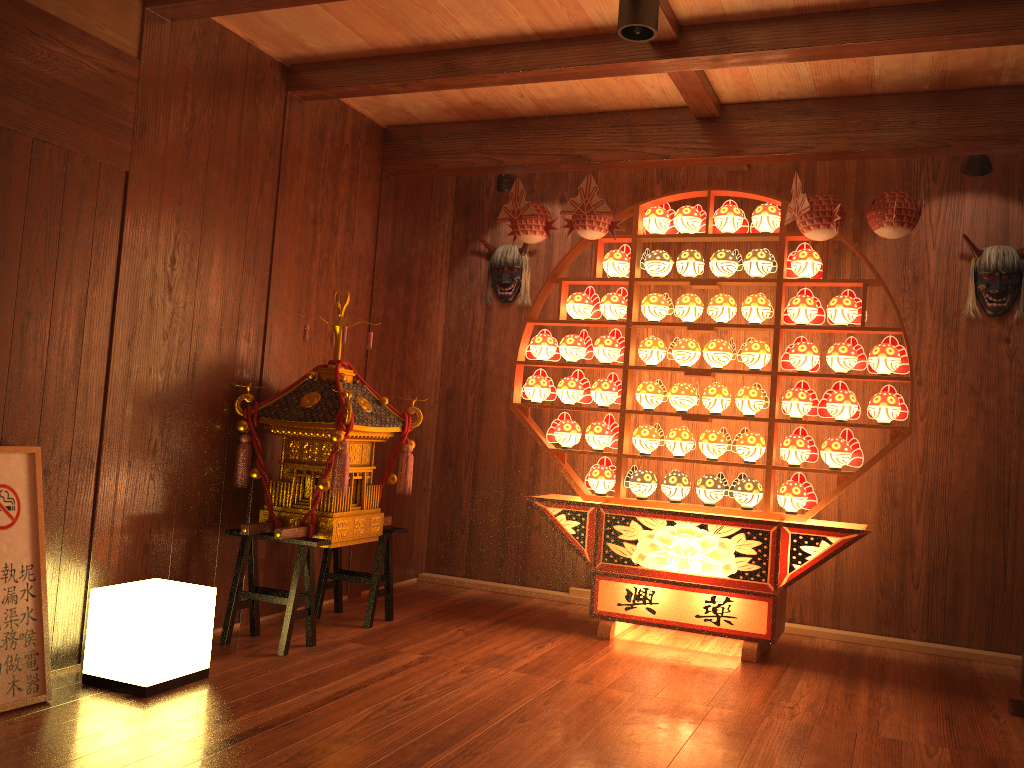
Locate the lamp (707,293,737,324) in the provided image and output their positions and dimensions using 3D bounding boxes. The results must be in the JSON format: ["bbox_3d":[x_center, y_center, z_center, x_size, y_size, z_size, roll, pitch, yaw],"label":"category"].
[{"bbox_3d":[1.026,-0.371,4.306,0.139,0.167,0.157,4,-3,3],"label":"lamp"}]

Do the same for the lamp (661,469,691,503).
[{"bbox_3d":[0.803,0.501,4.319,0.139,0.161,0.157,4,-3,3],"label":"lamp"}]

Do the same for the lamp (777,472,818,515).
[{"bbox_3d":[1.307,0.509,4.129,0.188,0.197,0.162,2,-4,38],"label":"lamp"}]

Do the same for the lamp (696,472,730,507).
[{"bbox_3d":[0.951,0.506,4.265,0.162,0.167,0.134,6,-4,-37],"label":"lamp"}]

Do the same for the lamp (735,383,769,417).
[{"bbox_3d":[1.134,0.073,4.227,0.135,0.173,0.162,2,-4,38],"label":"lamp"}]

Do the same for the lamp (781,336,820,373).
[{"bbox_3d":[1.375,-0.142,4.153,0.189,0.187,0.157,4,-3,2],"label":"lamp"}]

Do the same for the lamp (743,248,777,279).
[{"bbox_3d":[1.183,-0.586,4.262,0.135,0.173,0.162,2,-4,38],"label":"lamp"}]

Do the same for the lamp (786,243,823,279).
[{"bbox_3d":[1.394,-0.588,4.182,0.199,0.200,0.158,4,-3,7],"label":"lamp"}]

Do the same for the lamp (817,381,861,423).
[{"bbox_3d":[1.525,0.079,4.077,0.199,0.200,0.158,4,-3,7],"label":"lamp"}]

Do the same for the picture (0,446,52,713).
[{"bbox_3d":[-1.603,0.584,2.655,0.208,0.788,0.412,3,-3,28],"label":"picture"}]

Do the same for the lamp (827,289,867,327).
[{"bbox_3d":[1.533,-0.358,4.110,0.183,0.195,0.162,2,-4,38],"label":"lamp"}]

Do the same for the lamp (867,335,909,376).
[{"bbox_3d":[1.697,-0.132,4.028,0.193,0.200,0.162,2,-4,37],"label":"lamp"}]

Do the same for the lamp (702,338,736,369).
[{"bbox_3d":[0.995,-0.151,4.311,0.159,0.167,0.137,5,-3,-12],"label":"lamp"}]

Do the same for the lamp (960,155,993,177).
[{"bbox_3d":[2.106,-1.026,4.026,0.131,0.177,0.181,1,-4,42],"label":"lamp"}]

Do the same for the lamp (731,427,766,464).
[{"bbox_3d":[1.140,0.294,4.208,0.142,0.173,0.154,5,-3,-12],"label":"lamp"}]

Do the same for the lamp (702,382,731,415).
[{"bbox_3d":[0.991,0.068,4.282,0.138,0.167,0.158,4,-3,8],"label":"lamp"}]

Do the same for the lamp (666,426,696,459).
[{"bbox_3d":[0.819,0.283,4.329,0.136,0.161,0.161,3,-3,23],"label":"lamp"}]

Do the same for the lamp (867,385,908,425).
[{"bbox_3d":[1.690,0.092,4.012,0.177,0.192,0.162,2,-3,33],"label":"lamp"}]

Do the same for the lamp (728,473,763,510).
[{"bbox_3d":[1.125,0.512,4.199,0.142,0.173,0.154,5,-3,-12],"label":"lamp"}]

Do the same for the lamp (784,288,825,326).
[{"bbox_3d":[1.371,-0.369,4.172,0.195,0.200,0.161,3,-3,22],"label":"lamp"}]

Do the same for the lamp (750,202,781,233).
[{"bbox_3d":[1.226,-0.811,4.264,0.184,0.188,0.161,3,-3,27],"label":"lamp"}]

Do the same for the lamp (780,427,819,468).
[{"bbox_3d":[1.323,0.293,4.136,0.180,0.194,0.162,2,-3,32],"label":"lamp"}]

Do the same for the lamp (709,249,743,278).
[{"bbox_3d":[1.030,-0.590,4.328,0.161,0.167,0.135,6,-3,-27],"label":"lamp"}]

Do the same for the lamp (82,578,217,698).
[{"bbox_3d":[-1.245,0.864,3.049,0.273,0.315,0.287,3,-3,23],"label":"lamp"}]

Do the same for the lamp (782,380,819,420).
[{"bbox_3d":[1.337,0.072,4.149,0.183,0.195,0.162,2,-3,32],"label":"lamp"}]

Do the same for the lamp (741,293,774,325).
[{"bbox_3d":[1.171,-0.366,4.248,0.135,0.173,0.161,3,-3,28],"label":"lamp"}]

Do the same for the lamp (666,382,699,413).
[{"bbox_3d":[0.831,0.063,4.352,0.157,0.161,0.139,4,-3,-2],"label":"lamp"}]

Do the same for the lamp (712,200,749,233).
[{"bbox_3d":[1.062,-0.826,4.328,0.197,0.200,0.159,4,-3,12],"label":"lamp"}]

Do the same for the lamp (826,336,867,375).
[{"bbox_3d":[1.525,-0.136,4.098,0.162,0.191,0.175,6,-4,-37],"label":"lamp"}]

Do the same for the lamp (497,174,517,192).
[{"bbox_3d":[-0.021,-1.137,4.848,0.134,0.176,0.176,4,-3,9],"label":"lamp"}]

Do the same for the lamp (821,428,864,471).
[{"bbox_3d":[1.489,0.298,4.074,0.162,0.200,0.194,6,-3,-32],"label":"lamp"}]

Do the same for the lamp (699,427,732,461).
[{"bbox_3d":[0.968,0.288,4.276,0.162,0.167,0.134,6,-4,-37],"label":"lamp"}]

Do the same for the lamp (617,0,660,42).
[{"bbox_3d":[0.439,-1.278,3.074,0.143,0.120,0.136,5,-3,-22],"label":"lamp"}]

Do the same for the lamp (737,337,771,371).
[{"bbox_3d":[1.172,-0.145,4.234,0.141,0.173,0.155,5,-3,-7],"label":"lamp"}]
